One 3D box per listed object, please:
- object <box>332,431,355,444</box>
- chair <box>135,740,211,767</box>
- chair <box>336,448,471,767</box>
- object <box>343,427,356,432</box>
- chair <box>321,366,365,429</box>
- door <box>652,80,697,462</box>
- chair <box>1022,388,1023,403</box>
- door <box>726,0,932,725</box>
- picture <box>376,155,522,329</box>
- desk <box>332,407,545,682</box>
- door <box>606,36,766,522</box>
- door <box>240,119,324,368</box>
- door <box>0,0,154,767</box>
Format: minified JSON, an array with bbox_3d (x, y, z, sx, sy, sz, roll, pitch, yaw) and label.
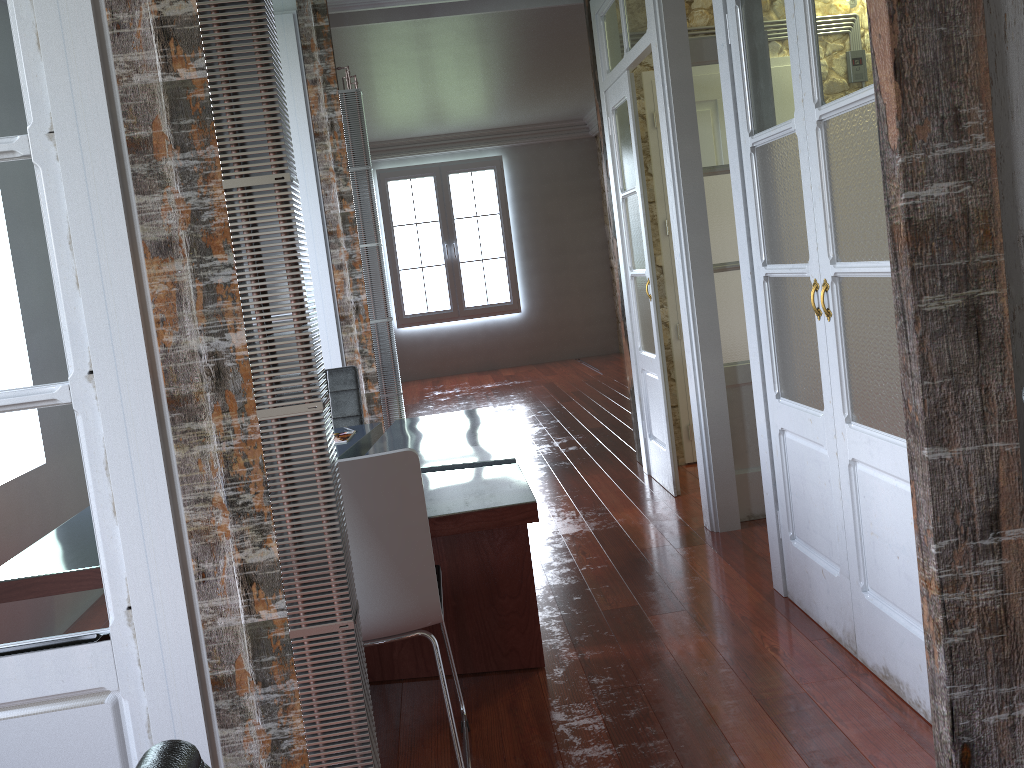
[{"bbox_3d":[-0.828,0.242,3.717,0.307,0.012,0.225,-7,8,0],"label":"object"},{"bbox_3d":[0.146,0.708,0.442,0.699,1.018,0.668,-7,5,-1],"label":"chair"},{"bbox_3d":[-0.390,0.587,2.246,0.475,0.915,0.604,-8,5,-5],"label":"chair"},{"bbox_3d":[-0.713,0.199,3.891,0.011,0.011,0.149,-10,8,-29],"label":"object"},{"bbox_3d":[-0.850,0.426,3.880,0.475,0.915,0.604,-8,5,-5],"label":"chair"},{"bbox_3d":[1.345,-0.693,5.170,0.869,2.209,0.146,-8,4,-5],"label":"door"},{"bbox_3d":[1.039,0.510,1.086,0.666,1.018,0.701,-8,6,-10],"label":"chair"},{"bbox_3d":[0.910,-0.258,2.551,0.041,2.170,1.062,-8,5,-5],"label":"door"},{"bbox_3d":[-0.780,-1.776,11.077,1.581,1.979,0.128,-8,4,-5],"label":"picture"},{"bbox_3d":[-0.689,0.628,3.176,1.446,0.651,1.721,-8,7,-5],"label":"desk"},{"bbox_3d":[0.775,-0.486,4.391,0.484,2.172,1.188,-10,6,-30],"label":"door"},{"bbox_3d":[-1.533,-0.227,4.619,1.161,2.172,0.041,-8,4,-5],"label":"door"},{"bbox_3d":[-1.234,0.149,1.529,1.161,2.172,0.041,-8,4,-5],"label":"door"}]
